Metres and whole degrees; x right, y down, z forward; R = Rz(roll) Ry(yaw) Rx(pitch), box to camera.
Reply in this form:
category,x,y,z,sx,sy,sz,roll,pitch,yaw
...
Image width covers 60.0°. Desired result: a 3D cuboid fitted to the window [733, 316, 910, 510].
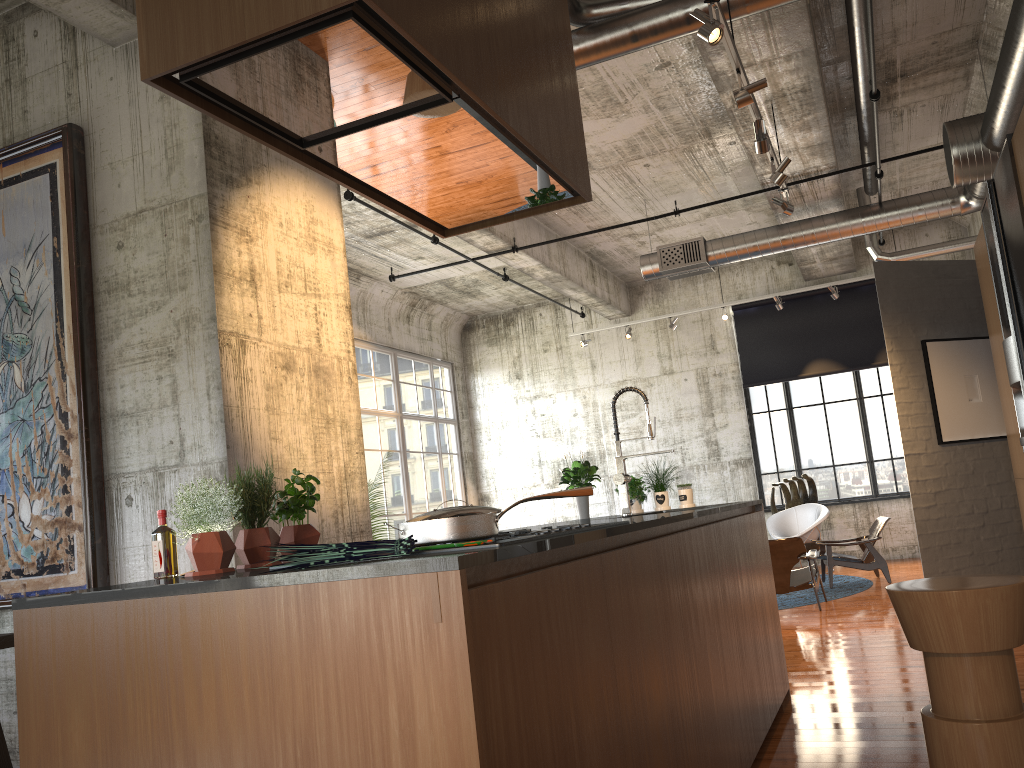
category,x,y,z,sx,sy,sz,roll,pitch,yaw
window,5.152,0.286,14.649,2.584,3.422,0.050,-10,-7,22

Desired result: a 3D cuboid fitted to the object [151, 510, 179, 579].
category,x,y,z,sx,sy,sz,roll,pitch,yaw
object,-1.070,0.491,2.725,0.056,0.208,0.056,-9,-7,22

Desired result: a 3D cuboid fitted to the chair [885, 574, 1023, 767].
category,x,y,z,sx,sy,sz,roll,pitch,yaw
chair,1.443,1.095,2.720,0.409,0.959,0.413,-1,-9,-37

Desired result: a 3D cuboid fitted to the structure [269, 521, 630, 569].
category,x,y,z,sx,sy,sz,roll,pitch,yaw
structure,-0.116,0.473,2.687,0.679,0.019,1.099,-10,-9,22

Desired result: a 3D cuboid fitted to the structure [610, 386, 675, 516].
category,x,y,z,sx,sy,sz,roll,pitch,yaw
structure,0.761,0.375,5.152,0.361,0.746,0.168,-9,-7,22

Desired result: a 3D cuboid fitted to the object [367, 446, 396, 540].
category,x,y,z,sx,sy,sz,roll,pitch,yaw
object,-1.382,1.600,7.561,1.513,2.055,1.896,1,-10,-44

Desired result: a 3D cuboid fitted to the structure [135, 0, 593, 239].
category,x,y,z,sx,sy,sz,roll,pitch,yaw
structure,-0.371,-1.290,2.910,0.664,1.121,1.632,-9,-8,22

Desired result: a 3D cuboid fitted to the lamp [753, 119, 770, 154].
category,x,y,z,sx,sy,sz,roll,pitch,yaw
lamp,1.717,-1.686,6.108,0.102,0.240,0.183,-9,-8,17

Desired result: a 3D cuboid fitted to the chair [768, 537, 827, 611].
category,x,y,z,sx,sy,sz,roll,pitch,yaw
chair,2.930,2.080,9.774,0.877,0.790,1.045,-10,-9,23

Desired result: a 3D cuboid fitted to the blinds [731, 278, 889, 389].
category,x,y,z,sx,sy,sz,roll,pitch,yaw
blinds,4.954,-0.835,14.621,2.448,1.458,0.151,-10,-8,23

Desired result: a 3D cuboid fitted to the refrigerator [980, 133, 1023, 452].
category,x,y,z,sx,sy,sz,roll,pitch,yaw
refrigerator,3.597,0.159,4.987,1.213,3.039,1.520,-9,-8,22

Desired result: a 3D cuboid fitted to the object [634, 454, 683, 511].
category,x,y,z,sx,sy,sz,roll,pitch,yaw
object,0.984,0.645,5.863,0.362,0.380,0.307,-1,-9,-33

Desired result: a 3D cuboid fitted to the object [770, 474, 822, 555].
category,x,y,z,sx,sy,sz,roll,pitch,yaw
object,4.543,2.108,14.168,0.730,1.291,0.456,-11,-8,34

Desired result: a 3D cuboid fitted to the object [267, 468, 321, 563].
category,x,y,z,sx,sy,sz,roll,pitch,yaw
object,-0.722,0.440,3.001,0.179,0.310,0.173,-10,-8,28

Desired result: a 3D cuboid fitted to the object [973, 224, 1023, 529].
category,x,y,z,sx,sy,sz,roll,pitch,yaw
object,3.968,0.285,6.145,0.861,3.033,0.912,-9,-7,22

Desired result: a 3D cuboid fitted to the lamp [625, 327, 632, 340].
category,x,y,z,sx,sy,sz,roll,pitch,yaw
lamp,1.963,-0.850,14.918,0.102,0.227,0.199,-11,-9,32

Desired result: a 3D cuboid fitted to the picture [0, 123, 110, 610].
category,x,y,z,sx,sy,sz,roll,pitch,yaw
picture,-3.460,-0.059,5.995,1.658,3.108,0.142,-9,-7,22

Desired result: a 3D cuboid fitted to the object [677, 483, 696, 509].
category,x,y,z,sx,sy,sz,roll,pitch,yaw
object,1.131,0.728,5.769,0.107,0.157,0.107,-2,-9,-32

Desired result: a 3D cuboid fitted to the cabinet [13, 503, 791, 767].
category,x,y,z,sx,sy,sz,roll,pitch,yaw
cabinet,0.260,1.276,3.884,1.247,1.238,4.370,-10,-9,22

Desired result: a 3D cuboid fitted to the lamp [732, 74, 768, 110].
category,x,y,z,sx,sy,sz,roll,pitch,yaw
lamp,1.404,-1.767,5.328,0.261,0.210,0.102,-9,-7,17

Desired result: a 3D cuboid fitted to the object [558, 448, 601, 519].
category,x,y,z,sx,sy,sz,roll,pitch,yaw
object,0.466,0.674,6.054,0.304,0.500,0.269,-3,-8,-25

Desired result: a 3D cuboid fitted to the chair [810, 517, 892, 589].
category,x,y,z,sx,sy,sz,roll,pitch,yaw
chair,4.391,2.167,11.445,1.044,0.790,0.878,-8,-8,12

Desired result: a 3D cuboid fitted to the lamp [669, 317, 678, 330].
category,x,y,z,sx,sy,sz,roll,pitch,yaw
lamp,2.655,-0.981,14.593,0.183,0.240,0.102,-9,-7,17

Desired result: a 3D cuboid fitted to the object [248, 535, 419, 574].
category,x,y,z,sx,sy,sz,roll,pitch,yaw
object,-0.423,0.393,2.093,0.391,0.067,0.185,-3,-9,-21

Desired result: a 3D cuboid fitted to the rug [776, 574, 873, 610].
category,x,y,z,sx,sy,sz,roll,pitch,yaw
rug,2.298,2.888,11.992,4.842,0.009,4.869,-3,-9,-21

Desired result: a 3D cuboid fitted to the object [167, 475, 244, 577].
category,x,y,z,sx,sy,sz,roll,pitch,yaw
object,-0.885,0.404,2.547,0.221,0.282,0.211,-11,-9,30

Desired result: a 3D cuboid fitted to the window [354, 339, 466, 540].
category,x,y,z,sx,sy,sz,roll,pitch,yaw
window,-1.810,1.084,14.722,0.050,3.422,4.292,-9,-8,22

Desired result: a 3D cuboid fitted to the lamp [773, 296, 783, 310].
category,x,y,z,sx,sy,sz,roll,pitch,yaw
lamp,4.190,-1.259,13.916,0.165,0.250,0.102,0,-10,-42

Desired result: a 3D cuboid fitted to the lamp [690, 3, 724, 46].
category,x,y,z,sx,sy,sz,roll,pitch,yaw
lamp,1.018,-1.842,4.566,0.102,0.250,0.166,0,-10,-42

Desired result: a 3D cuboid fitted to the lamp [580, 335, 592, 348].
category,x,y,z,sx,sy,sz,roll,pitch,yaw
lamp,1.245,-0.729,15.203,0.260,0.210,0.102,-2,-9,-32

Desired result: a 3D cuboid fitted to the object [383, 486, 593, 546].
category,x,y,z,sx,sy,sz,roll,pitch,yaw
object,0.009,0.363,2.454,0.729,0.120,0.332,-1,-10,-32

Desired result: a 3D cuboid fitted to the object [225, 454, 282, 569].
category,x,y,z,sx,sy,sz,roll,pitch,yaw
object,-0.815,0.389,2.779,0.186,0.366,0.197,-3,-8,-27

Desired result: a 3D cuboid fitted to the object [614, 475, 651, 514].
category,x,y,z,sx,sy,sz,roll,pitch,yaw
object,0.816,0.740,5.954,0.231,0.257,0.237,-2,-9,-29

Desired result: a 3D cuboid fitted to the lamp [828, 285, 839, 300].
category,x,y,z,sx,sy,sz,roll,pitch,yaw
lamp,4.945,-1.391,13.602,0.165,0.250,0.102,-3,-8,-22

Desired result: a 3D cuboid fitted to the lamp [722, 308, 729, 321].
category,x,y,z,sx,sy,sz,roll,pitch,yaw
lamp,3.432,-1.113,14.291,0.102,0.210,0.261,-9,-8,17

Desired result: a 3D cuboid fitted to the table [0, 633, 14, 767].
category,x,y,z,sx,sy,sz,roll,pitch,yaw
table,-4.084,1.814,3.428,1.641,1.002,3.711,-10,-9,22

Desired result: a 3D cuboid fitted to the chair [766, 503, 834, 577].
category,x,y,z,sx,sy,sz,roll,pitch,yaw
chair,4.283,2.322,13.204,0.806,1.026,1.062,-3,-9,-28

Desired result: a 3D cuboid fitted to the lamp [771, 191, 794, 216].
category,x,y,z,sx,sy,sz,roll,pitch,yaw
lamp,2.308,-1.537,7.536,0.260,0.210,0.102,0,-9,-37

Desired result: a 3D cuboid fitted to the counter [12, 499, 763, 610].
category,x,y,z,sx,sy,sz,roll,pitch,yaw
counter,0.197,0.724,3.948,1.247,0.173,4.372,-10,-9,22

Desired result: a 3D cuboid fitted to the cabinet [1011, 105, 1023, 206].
category,x,y,z,sx,sy,sz,roll,pitch,yaw
cabinet,2.138,-0.149,1.894,0.861,3.033,5.354,-9,-9,22

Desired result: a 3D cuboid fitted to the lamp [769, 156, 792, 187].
category,x,y,z,sx,sy,sz,roll,pitch,yaw
lamp,2.051,-1.616,6.805,0.199,0.227,0.102,-11,-8,32
